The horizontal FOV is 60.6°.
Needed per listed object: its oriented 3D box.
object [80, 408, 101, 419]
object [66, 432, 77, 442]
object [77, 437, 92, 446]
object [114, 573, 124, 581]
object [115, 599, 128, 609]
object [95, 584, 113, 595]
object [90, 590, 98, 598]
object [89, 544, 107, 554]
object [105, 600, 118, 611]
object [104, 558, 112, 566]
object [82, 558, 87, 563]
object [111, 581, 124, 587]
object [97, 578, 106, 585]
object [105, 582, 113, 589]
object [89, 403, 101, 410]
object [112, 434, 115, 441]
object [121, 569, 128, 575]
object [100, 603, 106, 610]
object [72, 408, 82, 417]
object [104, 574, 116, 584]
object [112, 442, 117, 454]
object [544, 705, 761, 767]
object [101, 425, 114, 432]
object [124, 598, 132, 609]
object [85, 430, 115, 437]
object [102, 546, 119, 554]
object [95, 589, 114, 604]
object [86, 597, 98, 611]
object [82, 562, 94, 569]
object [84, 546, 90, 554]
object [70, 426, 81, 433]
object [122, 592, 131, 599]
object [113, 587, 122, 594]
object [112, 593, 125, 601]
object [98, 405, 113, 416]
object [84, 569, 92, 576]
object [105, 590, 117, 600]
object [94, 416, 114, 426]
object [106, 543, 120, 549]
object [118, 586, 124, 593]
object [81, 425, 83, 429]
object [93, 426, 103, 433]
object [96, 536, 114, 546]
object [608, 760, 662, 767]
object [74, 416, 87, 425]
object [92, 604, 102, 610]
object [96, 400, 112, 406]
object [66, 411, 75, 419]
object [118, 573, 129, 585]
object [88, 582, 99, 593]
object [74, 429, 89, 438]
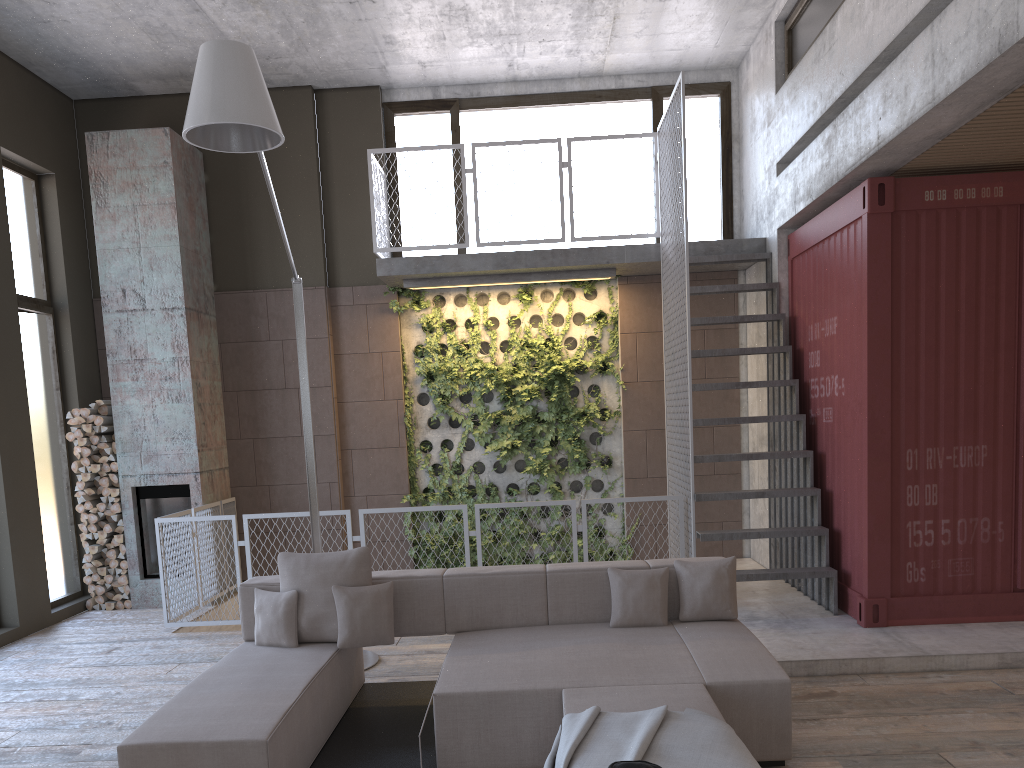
[{"bbox_3d":[-4.113,0.287,8.598,0.104,0.104,0.290,-3,-1,1],"label":"object"},{"bbox_3d":[-4.260,0.517,8.681,0.091,0.093,0.434,-3,-2,1],"label":"object"},{"bbox_3d":[-4.137,0.565,8.685,0.093,0.084,0.476,-3,-2,1],"label":"object"},{"bbox_3d":[-3.905,1.921,8.889,0.067,0.072,0.420,-3,-2,1],"label":"object"},{"bbox_3d":[-3.889,2.207,8.926,0.091,0.090,0.452,-3,-2,1],"label":"object"},{"bbox_3d":[-4.073,2.043,8.829,0.098,0.108,0.292,-3,-1,3],"label":"object"},{"bbox_3d":[-4.149,2.085,8.796,0.045,0.073,0.249,-3,-1,1],"label":"object"},{"bbox_3d":[-4.085,1.631,8.806,0.093,0.084,0.476,-3,-2,1],"label":"object"},{"bbox_3d":[-3.974,2.211,8.910,0.093,0.084,0.476,-3,-2,1],"label":"object"},{"bbox_3d":[-3.996,1.771,8.895,0.101,0.087,0.360,-3,-2,2],"label":"object"},{"bbox_3d":[-4.208,1.739,8.877,0.067,0.072,0.420,-3,-2,3],"label":"object"},{"bbox_3d":[-3.907,1.987,8.869,0.122,0.068,0.361,-3,-2,3],"label":"object"},{"bbox_3d":[-4.071,1.968,8.850,0.089,0.057,0.330,-3,-2,1],"label":"object"},{"bbox_3d":[-4.008,2.005,8.878,0.064,0.075,0.357,-3,-2,0],"label":"object"},{"bbox_3d":[-4.063,0.228,8.667,0.065,0.074,0.357,-3,-2,0],"label":"object"},{"bbox_3d":[-3.888,0.527,8.790,0.100,0.103,0.290,-3,-1,3],"label":"object"},{"bbox_3d":[-3.825,1.857,8.761,0.063,0.048,0.249,-3,-2,1],"label":"object"},{"bbox_3d":[-4.049,2.225,8.916,0.067,0.068,0.420,-3,-2,1],"label":"object"},{"bbox_3d":[-4.202,0.288,8.684,0.091,0.091,0.452,-3,-2,0],"label":"object"},{"bbox_3d":[-3.975,1.933,8.863,0.091,0.090,0.452,-3,-2,0],"label":"object"},{"bbox_3d":[-3.867,0.629,8.731,0.063,0.127,0.361,-3,-1,0],"label":"object"},{"bbox_3d":[0.414,1.551,2.958,1.045,0.507,1.584,-3,-1,20],"label":"object"},{"bbox_3d":[-3.931,0.440,8.676,0.066,0.068,0.420,-3,-2,1],"label":"object"},{"bbox_3d":[-3.803,2.195,8.918,0.091,0.093,0.434,-3,-2,1],"label":"object"},{"bbox_3d":[-4.073,0.489,8.698,0.115,0.080,0.432,-3,-2,1],"label":"object"},{"bbox_3d":[-4.014,1.649,8.838,0.064,0.075,0.357,-3,-2,3],"label":"object"},{"bbox_3d":[-4.089,2.147,8.915,0.092,0.094,0.434,-3,-2,1],"label":"object"},{"bbox_3d":[-4.196,2.201,8.882,0.064,0.126,0.361,-3,-1,0],"label":"object"},{"bbox_3d":[-4.196,1.807,8.857,0.122,0.068,0.361,-3,-2,1],"label":"object"},{"bbox_3d":[-4.160,1.645,8.811,0.067,0.068,0.420,-3,-2,1],"label":"object"},{"bbox_3d":[-4.237,0.448,8.689,0.066,0.087,0.422,-3,-2,-1],"label":"object"},{"bbox_3d":[-3.835,2.106,8.900,0.071,0.073,0.420,-3,-2,1],"label":"object"},{"bbox_3d":[-3.955,2.068,8.961,0.104,0.103,0.290,-3,-1,1],"label":"object"},{"bbox_3d":[-3.910,2.135,8.924,0.115,0.080,0.432,-3,-2,1],"label":"object"},{"bbox_3d":[-3.996,0.267,8.725,0.099,0.109,0.292,-3,-1,2],"label":"object"},{"bbox_3d":[-4.177,1.880,8.877,0.067,0.085,0.422,-2,-2,4],"label":"object"},{"bbox_3d":[-4.012,2.128,8.936,0.101,0.087,0.360,-3,-2,1],"label":"object"},{"bbox_3d":[-3.976,0.363,8.662,0.093,0.094,0.434,-3,-2,1],"label":"object"},{"bbox_3d":[-3.957,1.605,8.806,0.089,0.057,0.330,-3,-2,2],"label":"object"},{"bbox_3d":[-3.868,2.052,8.887,0.066,0.085,0.422,-3,-2,-1],"label":"object"},{"bbox_3d":[-4.177,0.419,8.767,0.071,0.072,0.420,-3,-2,1],"label":"object"},{"bbox_3d":[-4.012,0.445,8.679,0.067,0.067,0.420,-3,-2,1],"label":"object"},{"bbox_3d":[-4.021,1.555,8.819,0.115,0.080,0.432,-3,-2,1],"label":"object"},{"bbox_3d":[0.381,1.277,2.759,0.301,0.171,0.297,-3,0,-11],"label":"object"},{"bbox_3d":[-4.156,0.359,8.651,0.113,0.080,0.432,-3,-2,1],"label":"object"},{"bbox_3d":[-4.129,2.227,8.919,0.067,0.067,0.420,-3,-2,1],"label":"object"},{"bbox_3d":[-4.003,0.188,8.686,0.087,0.056,0.330,-3,-2,1],"label":"object"},{"bbox_3d":[-4.265,0.306,8.659,0.067,0.069,0.420,-3,-2,1],"label":"object"},{"bbox_3d":[-3.829,1.933,8.770,0.101,0.103,0.290,-3,-1,1],"label":"object"},{"bbox_3d":[-4.167,2.039,8.875,0.101,0.103,0.290,-3,-1,3],"label":"object"},{"bbox_3d":[-4.174,0.488,8.671,0.091,0.090,0.452,-3,-2,1],"label":"object"}]
